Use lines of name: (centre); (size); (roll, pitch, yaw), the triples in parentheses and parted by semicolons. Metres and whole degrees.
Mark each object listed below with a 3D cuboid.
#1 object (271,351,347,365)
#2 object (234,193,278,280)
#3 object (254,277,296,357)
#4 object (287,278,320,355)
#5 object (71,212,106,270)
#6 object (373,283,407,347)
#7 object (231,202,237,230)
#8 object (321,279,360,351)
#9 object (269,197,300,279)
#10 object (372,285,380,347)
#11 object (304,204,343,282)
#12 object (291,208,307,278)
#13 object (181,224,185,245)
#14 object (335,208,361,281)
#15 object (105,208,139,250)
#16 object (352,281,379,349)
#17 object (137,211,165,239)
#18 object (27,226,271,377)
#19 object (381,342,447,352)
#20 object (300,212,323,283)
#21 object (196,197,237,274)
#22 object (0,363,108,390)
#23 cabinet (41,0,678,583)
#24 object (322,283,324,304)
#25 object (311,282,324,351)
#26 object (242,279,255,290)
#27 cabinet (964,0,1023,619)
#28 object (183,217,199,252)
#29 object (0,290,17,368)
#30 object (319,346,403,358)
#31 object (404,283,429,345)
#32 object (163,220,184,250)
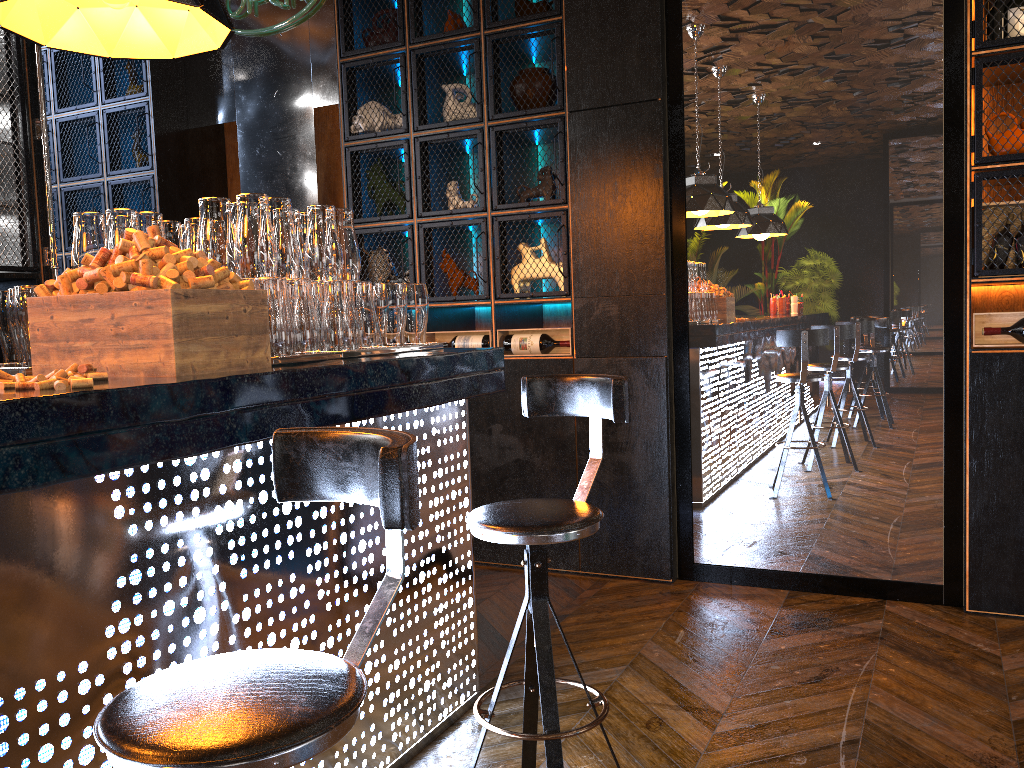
object: (-0.685, -0.066, 2.313); (0.437, 0.019, 0.273); (0, 5, 26)
object: (-0.644, -0.368, 2.219); (0.105, 0.209, 0.105); (-6, 6, -39)
object: (-0.590, -0.158, 2.190); (0.105, 0.209, 0.105); (-6, 6, -39)
object: (-0.554, -0.167, 2.296); (0.105, 0.209, 0.105); (-6, 6, -39)
object: (-1.160, -0.366, 2.446); (0.105, 0.209, 0.105); (-6, 6, -39)
object: (-0.375, -0.206, 2.742); (0.105, 0.209, 0.105); (-2, 4, 1)
object: (-0.708, -0.376, 2.364); (0.105, 0.209, 0.105); (-6, 6, -39)
object: (-0.475, -0.182, 2.447); (0.105, 0.209, 0.105); (-6, 6, -39)
object: (-0.608, -0.375, 2.302); (0.105, 0.209, 0.105); (-6, 6, -39)
object: (-0.446, -0.211, 2.843); (0.105, 0.209, 0.105); (-6, 6, -39)
object: (-0.528, -0.391, 2.476); (0.105, 0.209, 0.105); (-6, 6, -39)
object: (-0.637, -0.391, 2.518); (0.105, 0.209, 0.105); (-6, 6, -39)
object: (-1.001, -0.399, 2.806); (0.105, 0.209, 0.105); (-6, 6, -39)
object: (-0.492, -0.399, 2.559); (0.105, 0.209, 0.105); (-6, 6, -39)
object: (-1.051, -0.366, 2.403); (0.105, 0.209, 0.105); (-6, 6, -39)
object: (-0.439, -0.191, 2.553); (0.105, 0.209, 0.105); (-6, 6, -39)
object: (-1.016, -0.374, 2.487); (0.105, 0.209, 0.105); (-6, 6, -39)
object: (-0.810, -0.192, 2.019); (0.464, 0.332, 0.340); (0, 5, 29)
object: (-0.459, -0.114, 2.828); (0.437, 0.019, 0.273); (0, 5, 26)
object: (-0.593, -0.400, 2.621); (0.105, 0.209, 0.105); (-6, 6, -39)
object: (-0.752, -0.367, 2.261); (0.105, 0.209, 0.105); (-6, 6, -39)
object: (-0.871, -0.011, 1.675); (0.198, 0.045, 0.377); (-4, 5, -26)
cabinet: (-1.185, -0.849, 5.182); (4.416, 3.514, 0.691); (0, 5, 26)
object: (-0.532, -0.192, 2.610); (0.105, 0.209, 0.105); (-6, 6, -39)
object: (-0.573, -0.183, 2.509); (0.105, 0.209, 0.105); (-6, 6, -39)
object: (-0.689, -0.159, 2.252); (0.105, 0.209, 0.105); (-6, 6, -39)
cabinet: (3.865, -0.849, 2.724); (4.416, 3.514, 0.691); (0, 5, 26)
object: (-0.936, -0.390, 2.660); (0.105, 0.209, 0.105); (-6, 6, -39)
object: (-1.306, -0.141, 2.345); (0.105, 0.209, 0.105); (-6, 6, -39)
object: (-0.569, -0.090, 2.570); (0.437, 0.019, 0.273); (0, 5, 26)
object: (-0.317, -0.215, 2.834); (0.105, 0.209, 0.105); (-2, 4, 1)
object: (-1.045, -0.390, 2.703); (0.105, 0.209, 0.105); (-6, 6, -39)
